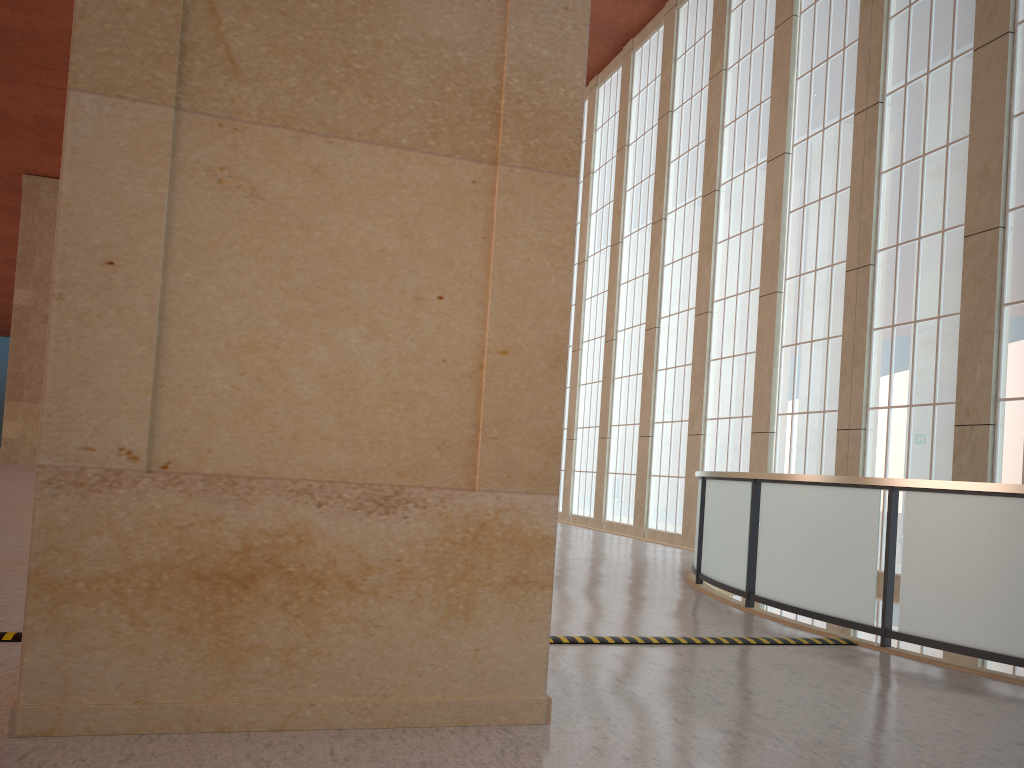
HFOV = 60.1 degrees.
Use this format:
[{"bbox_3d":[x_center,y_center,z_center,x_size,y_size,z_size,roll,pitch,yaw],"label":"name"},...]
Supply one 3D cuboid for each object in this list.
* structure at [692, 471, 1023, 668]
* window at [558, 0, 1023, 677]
[{"bbox_3d":[5.927,2.163,10.766,5.258,1.790,13.092,6,-6,-28],"label":"structure"},{"bbox_3d":[-10.095,5.016,74.408,0.010,28.564,165.237,4,-5,-17],"label":"window"}]
